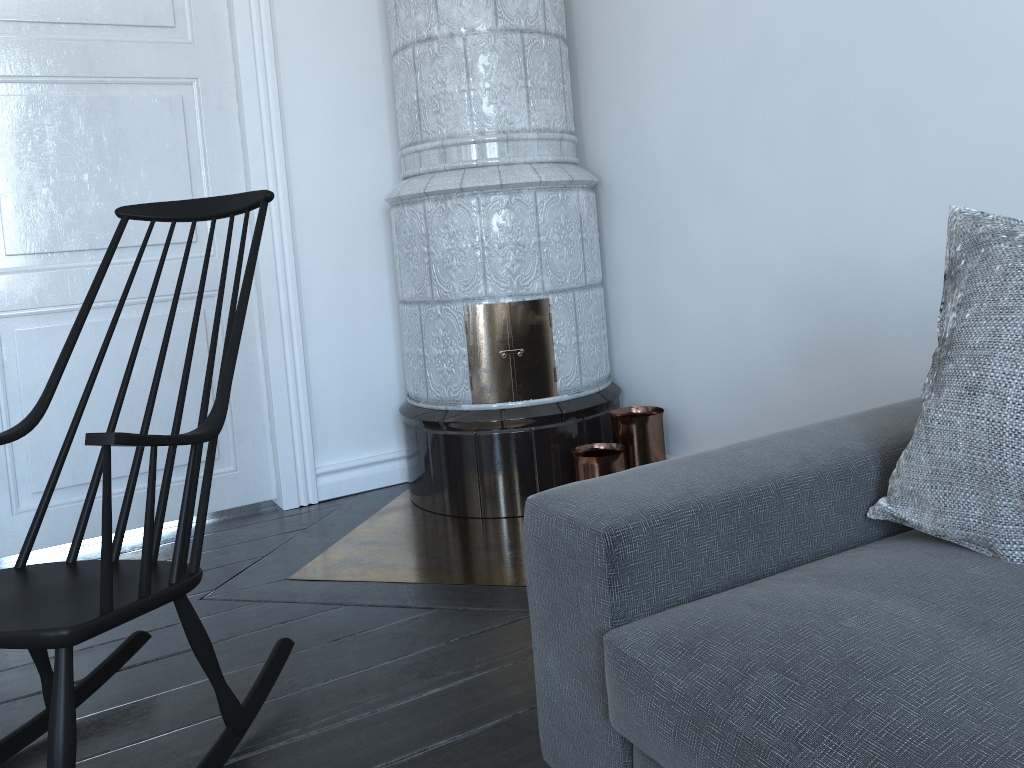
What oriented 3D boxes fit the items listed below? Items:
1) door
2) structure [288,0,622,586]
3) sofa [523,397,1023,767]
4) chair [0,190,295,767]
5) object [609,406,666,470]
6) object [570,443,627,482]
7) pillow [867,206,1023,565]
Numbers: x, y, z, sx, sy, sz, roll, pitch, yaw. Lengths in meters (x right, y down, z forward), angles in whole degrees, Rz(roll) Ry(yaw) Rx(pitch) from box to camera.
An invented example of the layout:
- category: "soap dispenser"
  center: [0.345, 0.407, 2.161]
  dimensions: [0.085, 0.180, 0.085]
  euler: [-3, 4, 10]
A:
- category: "door"
  center: [-1.321, -0.726, 2.797]
  dimensions: [1.176, 2.460, 0.116]
  euler: [-7, 3, -28]
- category: "structure"
  center: [-0.177, -1.035, 2.796]
  dimensions: [0.776, 2.873, 1.281]
  euler: [-4, 4, 17]
- category: "sofa"
  center: [1.019, 0.319, 0.494]
  dimensions: [1.091, 0.717, 2.383]
  euler: [-9, 9, -28]
- category: "chair"
  center: [-0.744, 0.169, 1.520]
  dimensions: [0.611, 0.998, 0.916]
  euler: [-4, 6, 17]
- category: "object"
  center: [0.404, 0.226, 2.786]
  dimensions: [0.177, 0.279, 0.173]
  euler: [-7, 5, -28]
- category: "object"
  center: [0.270, 0.298, 2.667]
  dimensions: [0.173, 0.198, 0.174]
  euler: [-9, 7, -38]
- category: "pillow"
  center: [1.123, 0.075, 0.477]
  dimensions: [0.481, 0.488, 2.067]
  euler: [-7, 9, -23]
